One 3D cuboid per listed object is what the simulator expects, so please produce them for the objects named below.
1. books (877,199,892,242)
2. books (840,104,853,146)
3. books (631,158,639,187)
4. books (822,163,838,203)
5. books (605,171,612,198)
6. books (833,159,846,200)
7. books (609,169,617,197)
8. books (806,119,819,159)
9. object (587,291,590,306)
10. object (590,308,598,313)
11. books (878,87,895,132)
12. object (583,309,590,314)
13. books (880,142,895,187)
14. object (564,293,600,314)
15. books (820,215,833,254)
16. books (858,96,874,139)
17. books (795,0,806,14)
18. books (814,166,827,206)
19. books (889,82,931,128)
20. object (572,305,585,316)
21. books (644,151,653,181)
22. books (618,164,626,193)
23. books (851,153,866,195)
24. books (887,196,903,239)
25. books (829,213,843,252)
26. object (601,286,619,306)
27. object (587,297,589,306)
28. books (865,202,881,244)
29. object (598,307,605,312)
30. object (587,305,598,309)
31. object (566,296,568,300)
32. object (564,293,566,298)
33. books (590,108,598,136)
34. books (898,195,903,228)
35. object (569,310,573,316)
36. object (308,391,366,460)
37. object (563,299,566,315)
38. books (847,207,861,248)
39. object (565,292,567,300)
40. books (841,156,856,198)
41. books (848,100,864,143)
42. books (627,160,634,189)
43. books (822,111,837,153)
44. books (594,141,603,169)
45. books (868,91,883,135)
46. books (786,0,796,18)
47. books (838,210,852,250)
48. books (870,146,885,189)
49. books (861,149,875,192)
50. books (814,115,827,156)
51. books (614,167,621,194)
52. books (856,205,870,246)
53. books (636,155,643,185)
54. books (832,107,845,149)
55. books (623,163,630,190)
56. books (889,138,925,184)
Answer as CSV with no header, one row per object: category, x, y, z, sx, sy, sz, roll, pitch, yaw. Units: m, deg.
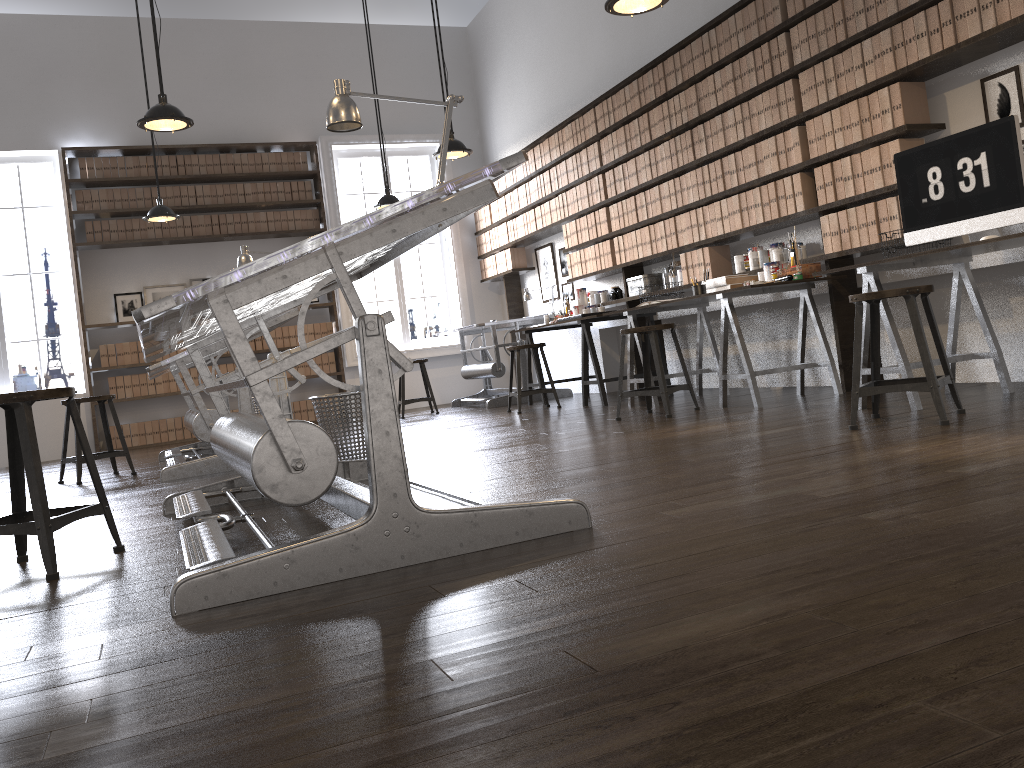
books,2.014,-0.856,4.636,0.175,0.226,0.066,-7,-1,-22
books,1.882,-1.401,4.800,0.175,0.226,0.066,-7,-1,-22
books,1.021,-1.632,6.840,0.175,0.226,0.066,-7,-1,-22
books,1.843,-1.125,4.964,0.175,0.226,0.066,-7,-1,-22
books,0.866,-1.625,7.239,0.175,0.226,0.066,-7,-1,-22
books,1.877,-1.126,4.896,0.175,0.226,0.066,-7,-1,-22
books,0.889,-1.626,7.169,0.175,0.226,0.066,-7,-1,-22
books,1.781,-1.397,5.056,0.175,0.226,0.066,-7,-1,-22
object,0.705,-0.763,7.954,0.051,0.140,0.050,-7,-1,-24
object,0.690,-0.589,7.425,0.062,0.093,0.063,-7,0,27
books,1.982,-1.406,4.544,0.175,0.226,0.066,-7,-1,-22
object,0.629,-0.583,7.459,0.061,0.094,0.062,-7,0,18
books,2.005,-1.132,4.574,0.175,0.226,0.066,-7,-1,-22
object,0.627,-0.701,7.743,0.345,0.146,0.077,-7,-1,0
books,1.853,-0.848,5.026,0.175,0.226,0.066,-7,-1,-22
books,1.933,-1.404,4.676,0.175,0.226,0.066,-7,-1,-22
books,1.691,-2.214,5.026,0.175,0.226,0.066,-7,-1,-22
books,1.821,-1.124,5.034,0.175,0.226,0.066,-7,-1,-22
books,2.013,-1.407,4.480,0.175,0.226,0.066,-7,-1,-22
object,0.573,-0.598,7.556,0.104,0.142,0.104,-7,0,-30
books,1.097,-1.636,6.653,0.175,0.226,0.066,-7,-1,-22
books,0.944,-1.629,7.034,0.175,0.226,0.066,-7,-1,-22
books,1.929,-1.129,4.765,0.175,0.226,0.066,-7,-1,-22
books,2.036,-0.857,4.569,0.175,0.226,0.066,-7,-1,-22
books,1.877,-0.849,4.958,0.175,0.226,0.066,-7,-1,-22
object,0.852,-0.747,7.558,0.106,0.162,0.236,-7,1,34
object,0.700,-0.750,8.024,0.062,0.111,0.061,-7,-1,-23
books,1.981,-0.854,4.703,0.175,0.226,0.066,-7,-1,-22
object,0.752,-0.597,7.400,0.061,0.094,0.062,-7,0,27
object,0.690,-0.607,7.552,0.094,0.128,0.094,-7,0,-18
object,0.498,-0.691,7.736,0.005,0.152,0.044,-8,-1,38
object,0.484,-0.707,7.751,0.008,0.186,0.071,-7,-1,-21
books,0.750,-2.171,7.349,0.175,0.226,0.066,-7,-1,-22
books,2.066,-0.858,4.505,0.175,0.226,0.066,-7,-1,-22
object,0.514,-0.578,7.602,0.049,0.112,0.049,-7,-1,-26
object,-0.706,0.225,3.951,0.353,0.378,0.353,-7,0,0
object,0.498,-0.649,7.937,0.068,0.230,0.069,-7,-1,-25
books,1.931,-0.852,4.834,0.175,0.226,0.066,-7,-1,-22
object,0.479,-0.718,7.733,0.007,0.214,0.055,-7,-1,13
books,1.899,-1.127,4.829,0.175,0.226,0.066,-7,-1,-22
books,1.902,-1.402,4.737,0.175,0.226,0.066,-7,-1,-22
books,1.001,-1.632,6.904,0.175,0.226,0.066,-7,-1,-22
books,1.828,-1.398,4.924,0.175,0.226,0.066,-7,-1,-22
books,0.784,-1.896,7.350,0.175,0.226,0.066,-7,-1,-22
books,1.960,-1.405,4.611,0.175,0.226,0.066,-7,-1,-22
books,1.668,-2.214,5.097,0.175,0.226,0.066,-7,-1,-22
books,1.904,-0.850,4.891,0.175,0.226,0.066,-7,-1,-22
books,1.975,-1.130,4.634,0.175,0.226,0.066,-7,-1,-22
books,1.956,-1.130,4.699,0.175,0.226,0.066,-7,-1,-22
books,1.805,-1.398,4.990,0.175,0.226,0.066,-7,-1,-22
books,0.922,-1.628,7.101,0.175,0.226,0.066,-7,-1,-22
books,1.958,-0.853,4.774,0.175,0.226,0.066,-7,-1,-22
books,1.050,-1.634,6.780,0.175,0.226,0.066,-7,-1,-22
books,1.857,-1.400,4.858,0.175,0.226,0.066,-7,-1,-22
books,0.974,-1.630,6.970,0.175,0.226,0.066,-7,-1,-22
books,2.027,-1.133,4.516,0.175,0.226,0.066,-7,-1,-22
